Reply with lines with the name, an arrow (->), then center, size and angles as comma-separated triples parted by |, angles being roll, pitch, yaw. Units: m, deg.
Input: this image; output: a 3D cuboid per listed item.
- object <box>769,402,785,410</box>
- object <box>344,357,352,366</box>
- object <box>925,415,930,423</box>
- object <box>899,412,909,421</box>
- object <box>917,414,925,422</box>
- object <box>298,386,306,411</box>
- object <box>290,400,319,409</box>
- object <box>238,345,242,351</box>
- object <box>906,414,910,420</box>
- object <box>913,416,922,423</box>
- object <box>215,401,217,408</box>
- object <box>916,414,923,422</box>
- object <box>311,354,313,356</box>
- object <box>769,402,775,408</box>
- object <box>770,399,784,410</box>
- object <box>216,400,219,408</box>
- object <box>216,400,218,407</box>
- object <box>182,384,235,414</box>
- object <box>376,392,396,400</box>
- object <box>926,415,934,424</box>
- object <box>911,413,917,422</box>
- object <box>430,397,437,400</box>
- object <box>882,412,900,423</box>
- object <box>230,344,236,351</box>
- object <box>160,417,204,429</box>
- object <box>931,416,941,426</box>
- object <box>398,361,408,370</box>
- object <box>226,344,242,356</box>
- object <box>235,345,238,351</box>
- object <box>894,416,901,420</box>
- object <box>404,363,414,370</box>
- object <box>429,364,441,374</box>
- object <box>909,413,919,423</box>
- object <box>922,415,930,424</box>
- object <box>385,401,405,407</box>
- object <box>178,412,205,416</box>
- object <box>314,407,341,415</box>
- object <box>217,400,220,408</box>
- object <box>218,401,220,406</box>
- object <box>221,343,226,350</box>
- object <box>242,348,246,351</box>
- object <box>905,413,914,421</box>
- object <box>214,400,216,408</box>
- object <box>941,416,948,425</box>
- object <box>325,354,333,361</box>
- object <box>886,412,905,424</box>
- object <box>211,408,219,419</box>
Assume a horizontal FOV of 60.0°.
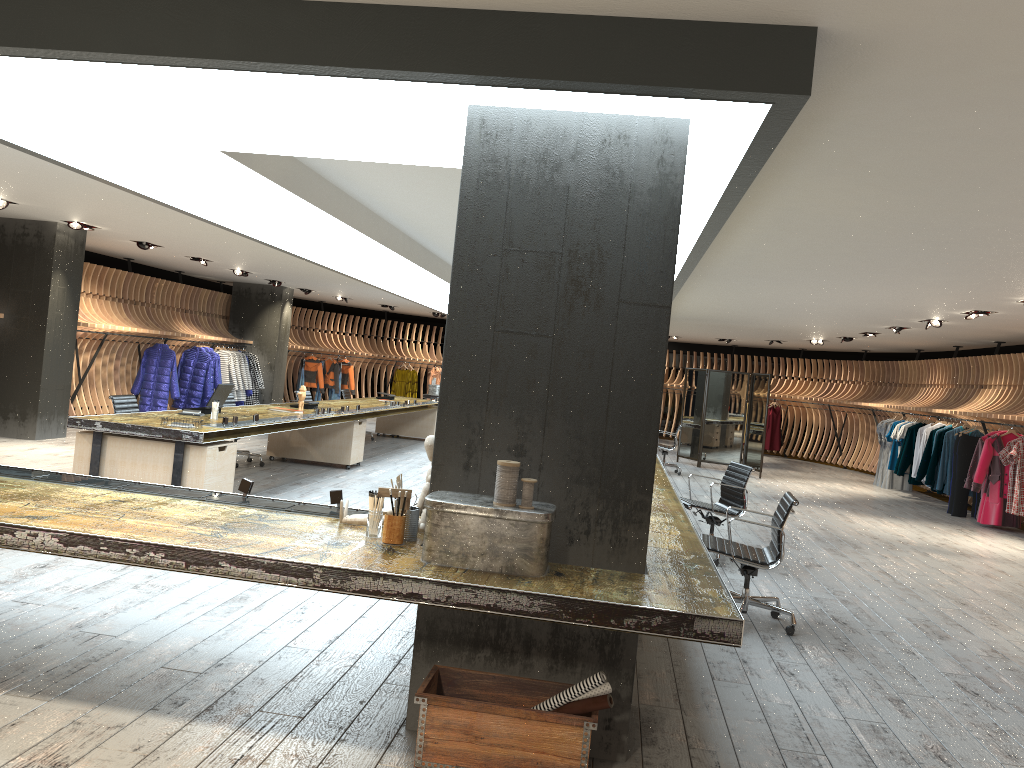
object -> 6.532, 0.504, 21.873 | 0.525, 0.270, 0.012 | 6, 0, -18
object -> -4.241, -0.597, 22.556 | 0.525, 0.270, 0.012 | 6, 0, 37
object -> 7.167, 0.669, 15.239 | 0.525, 0.270, 0.012 | 6, 0, 7
object -> 7.318, 0.662, 16.523 | 0.525, 0.270, 0.012 | 6, 0, -8
object -> 7.165, 0.670, 15.508 | 0.524, 0.284, 0.014 | 6, 0, 17
object -> -2.529, 0.171, 10.644 | 0.097, 0.300, 0.320 | 6, 0, -9
object -> -2.621, 0.260, 11.195 | 0.262, 0.088, 0.373 | 6, 1, 7
object -> -5.654, -0.650, 18.494 | 0.516, 0.316, 0.012 | 6, 0, 7
object -> 7.278, 0.664, 16.219 | 0.525, 0.270, 0.012 | 6, 0, 32
object -> 7.229, 0.673, 15.789 | 0.524, 0.285, 0.013 | 6, 0, 2
object -> -2.781, 0.236, 8.309 | 0.030, 0.170, 0.007 | 6, 0, 27
object -> 7.202, 0.661, 15.678 | 0.525, 0.270, 0.012 | 6, 0, -8
object -> -4.866, -0.646, 21.612 | 0.525, 0.270, 0.012 | 6, 0, 22
object -> 6.395, 0.487, 22.095 | 0.525, 0.270, 0.012 | 6, 0, -18
object -> 6.486, 0.498, 21.962 | 0.525, 0.270, 0.012 | 6, 0, 7
object -> -2.773, 0.237, 8.315 | 0.030, 0.170, 0.007 | 6, 0, 0
object -> -2.782, 0.235, 8.348 | 0.007, 0.170, 0.030 | 6, 0, -17
object -> -3.044, 0.137, 8.897 | 0.365, 0.316, 0.373 | 6, 0, 7
object -> -2.241, 0.218, 15.750 | 0.261, 0.111, 0.373 | 6, 1, 7
object -> 7.138, 0.668, 15.114 | 0.525, 0.270, 0.012 | 6, 0, 12
object -> 7.251, 0.672, 15.892 | 0.523, 0.290, 0.013 | 6, 0, 2
object -> -1.431, 0.305, 17.186 | 0.302, 0.074, 0.217 | 6, 1, 1
object -> 7.353, 0.659, 16.977 | 0.525, 0.270, 0.012 | 6, 0, 22
object -> -5.692, -0.659, 18.138 | 0.518, 0.313, 0.012 | 6, 0, 7
object -> -2.714, 0.323, 7.298 | 0.302, 0.074, 0.217 | 6, 1, 1
object -> 7.097, 0.661, 14.743 | 0.525, 0.270, 0.012 | 6, 0, 12
object -> -2.912, -0.478, 23.828 | 0.525, 0.270, 0.012 | 6, 0, 37
object -> -5.714, -0.658, 17.960 | 0.518, 0.313, 0.012 | 6, 0, 7
object -> -5.725, -0.684, 18.343 | 0.525, 0.270, 0.012 | 6, 0, 7
object -> 7.328, 0.658, 16.834 | 0.525, 0.270, 0.012 | 6, 0, -3
object -> -2.767, -0.465, 23.938 | 0.525, 0.270, 0.012 | 6, 0, 37
object -> -2.099, -0.407, 24.336 | 0.525, 0.270, 0.012 | 6, 0, 42
object -> 7.239, 0.663, 15.981 | 0.525, 0.270, 0.012 | 6, 0, 12
object -> 7.165, 0.668, 15.322 | 0.525, 0.270, 0.012 | 6, 0, 7
object -> -1.827, 0.314, 13.831 | 0.302, 0.071, 0.209 | 6, 1, 2
object -> -3.088, 0.287, 8.539 | 0.213, 0.019, 0.219 | 6, 1, -8
object -> -2.214, 0.324, 10.635 | 0.302, 0.074, 0.217 | 6, 1, 1
object -> -2.769, 0.237, 8.324 | 0.030, 0.170, 0.007 | 6, 0, -26
object -> -2.769, 0.237, 8.334 | 0.007, 0.170, 0.030 | 6, 0, 37
object -> -5.745, -0.657, 17.700 | 0.518, 0.313, 0.012 | 6, 0, 7
object -> -5.635, -0.652, 18.681 | 0.518, 0.313, 0.012 | 6, 0, 7
object -> 7.224, 0.667, 16.090 | 0.524, 0.288, 0.015 | 6, 0, 17
object -> -2.790, 0.235, 8.307 | 0.007, 0.170, 0.030 | 6, 0, -36
object -> 7.070, 0.662, 14.511 | 0.525, 0.270, 0.012 | 6, 0, 7
object -> -4.553, -0.619, 22.114 | 0.525, 0.270, 0.012 | 6, 0, 27
object -> 7.319, 0.659, 16.698 | 0.525, 0.270, 0.012 | 6, 0, 22
object -> -2.793, 0.280, 8.328 | 0.062, 0.111, 0.061 | 6, 0, 41
